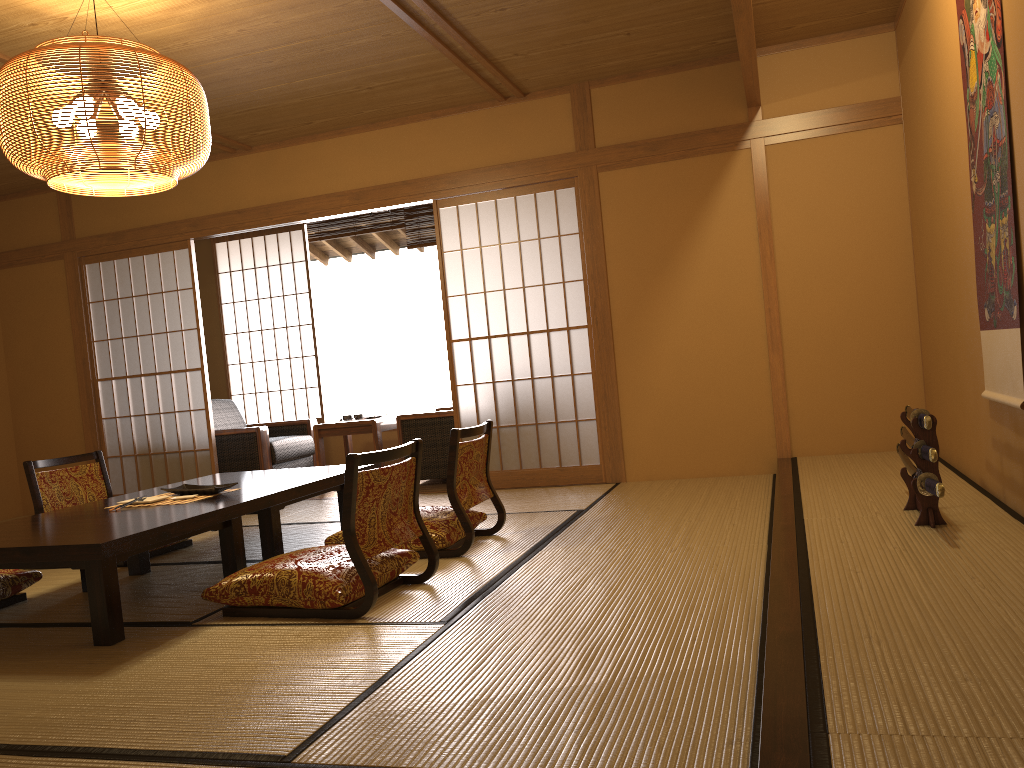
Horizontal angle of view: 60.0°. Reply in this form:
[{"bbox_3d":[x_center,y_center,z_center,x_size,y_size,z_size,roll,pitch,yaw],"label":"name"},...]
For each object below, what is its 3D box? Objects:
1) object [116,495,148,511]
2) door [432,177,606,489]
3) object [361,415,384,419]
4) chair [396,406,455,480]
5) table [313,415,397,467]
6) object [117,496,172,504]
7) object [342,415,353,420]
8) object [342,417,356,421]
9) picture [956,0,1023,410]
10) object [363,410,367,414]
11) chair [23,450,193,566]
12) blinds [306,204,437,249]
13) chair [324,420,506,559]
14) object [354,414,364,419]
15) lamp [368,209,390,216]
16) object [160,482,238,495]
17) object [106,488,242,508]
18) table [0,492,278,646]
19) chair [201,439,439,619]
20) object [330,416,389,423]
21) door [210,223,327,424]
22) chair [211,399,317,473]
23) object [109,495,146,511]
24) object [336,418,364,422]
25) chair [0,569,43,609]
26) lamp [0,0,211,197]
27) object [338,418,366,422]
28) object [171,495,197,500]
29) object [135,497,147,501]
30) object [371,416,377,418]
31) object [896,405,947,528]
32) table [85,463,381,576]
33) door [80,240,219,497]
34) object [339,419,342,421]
[{"bbox_3d":[-1.578,0.493,3.684,0.006,0.030,0.229,-5,1,9],"label":"object"},{"bbox_3d":[0.044,-0.295,5.758,0.992,1.935,0.040,-5,2,17],"label":"door"},{"bbox_3d":[-1.100,0.261,6.987,0.131,0.015,0.181,-6,1,-28],"label":"object"},{"bbox_3d":[-0.289,0.311,6.683,0.944,0.780,0.871,-5,1,17],"label":"chair"},{"bbox_3d":[-1.175,0.529,7.008,0.540,0.500,0.539,-5,1,17],"label":"table"},{"bbox_3d":[-1.561,0.496,3.767,0.180,0.014,0.130,-5,1,19],"label":"object"},{"bbox_3d":[-1.319,0.270,7.120,0.084,0.037,0.084,-7,1,-45],"label":"object"},{"bbox_3d":[-1.290,0.274,6.994,0.130,0.026,0.038,-6,1,2],"label":"object"},{"bbox_3d":[1.642,-0.932,3.097,0.034,2.013,0.647,-5,2,18],"label":"picture"},{"bbox_3d":[-1.201,0.235,7.099,0.117,0.068,0.038,-6,2,-17],"label":"object"},{"bbox_3d":[-2.096,0.629,4.628,0.687,0.547,0.582,-5,1,21],"label":"chair"},{"bbox_3d":[-0.945,-1.477,7.789,1.933,0.595,0.048,-5,2,17],"label":"blinds"},{"bbox_3d":[-0.442,0.477,4.050,0.699,0.547,0.582,-5,1,16],"label":"chair"},{"bbox_3d":[-1.223,0.261,7.092,0.084,0.037,0.084,-5,1,9],"label":"object"},{"bbox_3d":[-1.078,-1.649,6.790,0.330,0.682,0.330,-5,2,17],"label":"lamp"},{"bbox_3d":[-1.372,0.464,3.893,0.349,0.039,0.129,-5,1,30],"label":"object"},{"bbox_3d":[-1.457,0.493,3.834,0.401,0.003,0.398,-5,1,17],"label":"object"},{"bbox_3d":[-1.577,0.692,3.361,0.995,0.357,0.994,-5,1,17],"label":"table"},{"bbox_3d":[-0.688,0.512,3.234,0.687,0.547,0.582,-5,1,21],"label":"chair"},{"bbox_3d":[-1.199,0.279,6.999,0.401,0.003,0.300,-5,1,17],"label":"object"},{"bbox_3d":[-2.251,-0.479,8.192,0.992,1.874,0.040,-5,2,17],"label":"door"},{"bbox_3d":[-2.187,0.487,7.276,0.944,0.780,0.871,-5,1,17],"label":"chair"},{"bbox_3d":[-1.595,0.495,3.686,0.006,0.030,0.229,-5,1,15],"label":"object"},{"bbox_3d":[-1.274,0.283,6.949,0.230,0.007,0.006,-5,1,7],"label":"object"},{"bbox_3d":[-2.408,0.674,3.588,0.699,0.547,0.582,-5,1,16],"label":"chair"},{"bbox_3d":[-1.666,-1.227,3.608,0.799,0.826,0.797,-4,2,41],"label":"lamp"},{"bbox_3d":[-1.248,0.281,6.924,0.230,0.007,0.006,-5,1,13],"label":"object"},{"bbox_3d":[-1.387,0.483,3.750,0.099,0.013,0.067,-6,1,1],"label":"object"},{"bbox_3d":[-1.572,0.491,3.755,0.050,0.018,0.015,-5,1,14],"label":"object"},{"bbox_3d":[-1.067,0.258,6.874,0.050,0.018,0.015,-5,1,4],"label":"object"},{"bbox_3d":[1.484,0.282,3.238,0.104,0.398,1.020,-5,1,17],"label":"object"},{"bbox_3d":[-1.287,0.650,4.310,0.995,0.357,0.994,-5,1,17],"label":"table"},{"bbox_3d":[-2.702,-0.041,6.616,0.992,1.935,0.040,-5,2,17],"label":"door"},{"bbox_3d":[-1.358,0.284,7.033,0.015,0.018,0.050,-6,1,-31],"label":"object"}]
